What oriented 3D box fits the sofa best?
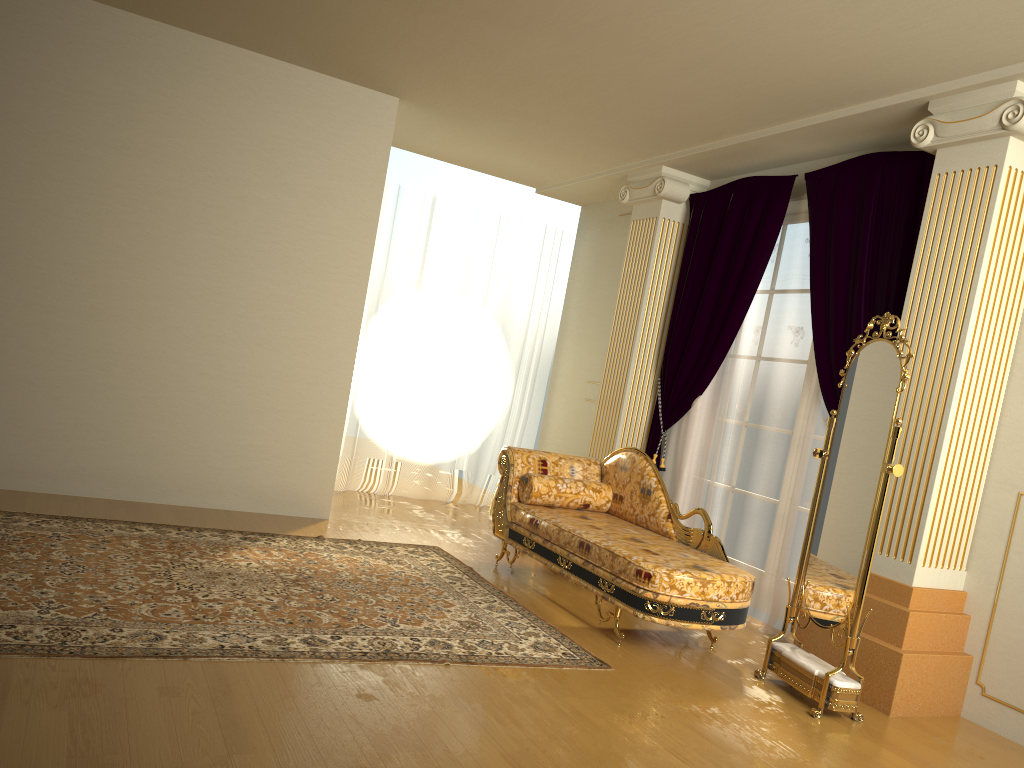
[{"bbox_3d":[0.543,0.788,4.830,0.696,0.874,1.879,9,1,-26],"label":"sofa"}]

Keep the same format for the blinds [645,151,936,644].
[{"bbox_3d":[1.528,0.062,5.252,0.340,2.663,2.218,8,3,-25],"label":"blinds"}]

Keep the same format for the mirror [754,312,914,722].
[{"bbox_3d":[1.427,0.532,3.786,0.244,1.707,0.537,9,4,-16],"label":"mirror"}]

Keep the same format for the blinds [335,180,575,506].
[{"bbox_3d":[-0.615,-0.263,7.379,2.174,2.516,0.162,9,4,-24],"label":"blinds"}]

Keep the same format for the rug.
[{"bbox_3d":[-1.373,0.877,4.022,3.092,0.017,2.102,10,0,-26],"label":"rug"}]
